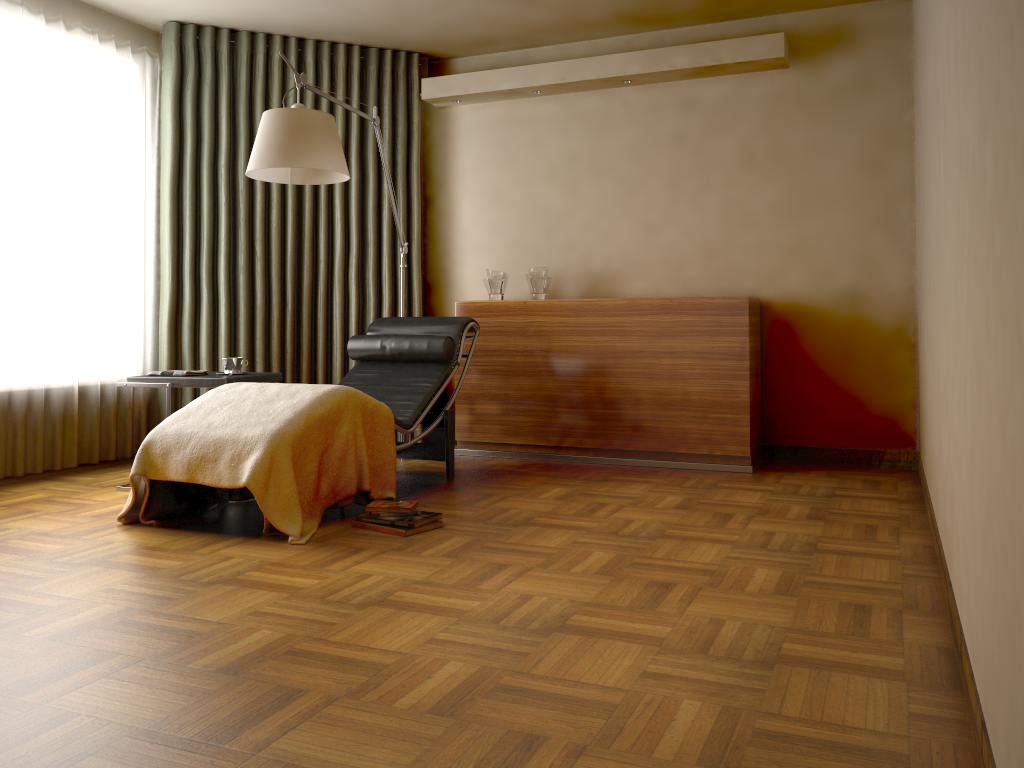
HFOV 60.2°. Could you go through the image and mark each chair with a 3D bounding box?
[{"bbox_3d":[-0.763,0.085,4.021,0.635,0.798,1.790,0,3,23],"label":"chair"}]

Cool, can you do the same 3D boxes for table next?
[{"bbox_3d":[-1.457,-0.023,4.229,0.517,0.045,0.500,1,4,15],"label":"table"}]

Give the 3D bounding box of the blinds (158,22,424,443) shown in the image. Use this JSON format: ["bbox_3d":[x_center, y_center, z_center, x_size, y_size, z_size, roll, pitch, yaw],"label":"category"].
[{"bbox_3d":[-1.287,-0.838,5.279,1.532,2.457,0.224,0,-1,-22],"label":"blinds"}]

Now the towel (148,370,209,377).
[{"bbox_3d":[-1.566,-0.051,4.171,0.241,0.035,0.179,2,4,27],"label":"towel"}]

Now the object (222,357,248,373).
[{"bbox_3d":[-1.335,-0.087,4.234,0.098,0.078,0.111,1,2,25],"label":"object"}]

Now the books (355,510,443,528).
[{"bbox_3d":[-0.422,0.499,3.307,0.264,0.020,0.189,2,4,28],"label":"books"}]

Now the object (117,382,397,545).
[{"bbox_3d":[-0.986,0.265,3.538,0.917,0.521,0.909,1,3,24],"label":"object"}]

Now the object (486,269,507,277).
[{"bbox_3d":[-0.093,-0.607,5.233,0.122,0.150,0.122,0,1,5],"label":"object"}]

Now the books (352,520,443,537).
[{"bbox_3d":[-0.427,0.521,3.290,0.280,0.022,0.200,3,5,38],"label":"books"}]

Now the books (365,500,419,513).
[{"bbox_3d":[-0.451,0.460,3.324,0.173,0.018,0.123,0,4,8],"label":"books"}]

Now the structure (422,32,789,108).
[{"bbox_3d":[0.489,-1.824,5.210,2.178,0.130,0.274,1,3,23],"label":"structure"}]

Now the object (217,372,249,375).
[{"bbox_3d":[-1.337,-0.050,4.227,0.150,0.009,0.150,2,4,29],"label":"object"}]

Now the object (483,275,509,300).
[{"bbox_3d":[-0.093,-0.569,5.232,0.156,0.154,0.155,0,1,-20],"label":"object"}]

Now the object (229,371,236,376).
[{"bbox_3d":[-1.312,-0.051,4.129,0.029,0.019,0.123,0,4,-8],"label":"object"}]

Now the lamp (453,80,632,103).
[{"bbox_3d":[0.160,-1.777,5.339,1.157,0.028,0.050,1,3,23],"label":"lamp"}]

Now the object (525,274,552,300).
[{"bbox_3d":[0.153,-0.562,5.126,0.155,0.154,0.156,0,1,14],"label":"object"}]

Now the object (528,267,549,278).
[{"bbox_3d":[0.153,-0.601,5.127,0.122,0.150,0.122,0,1,3],"label":"object"}]

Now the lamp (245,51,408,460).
[{"bbox_3d":[-0.726,-0.476,4.325,0.451,1.970,1.414,-1,0,27],"label":"lamp"}]

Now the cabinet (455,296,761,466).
[{"bbox_3d":[0.519,-0.046,5.004,1.674,0.864,0.415,1,0,23],"label":"cabinet"}]

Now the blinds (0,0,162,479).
[{"bbox_3d":[-2.438,-0.695,4.046,0.092,2.293,2.196,-1,1,23],"label":"blinds"}]

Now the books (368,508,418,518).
[{"bbox_3d":[-0.450,0.478,3.331,0.173,0.018,0.123,-1,4,-17],"label":"books"}]
